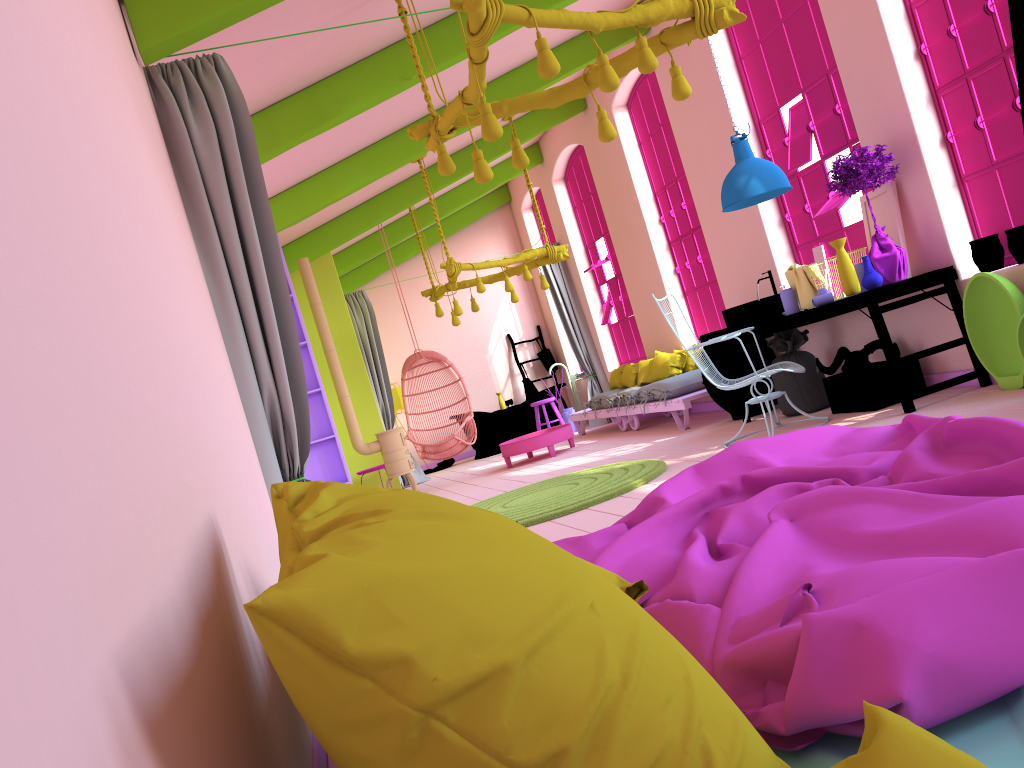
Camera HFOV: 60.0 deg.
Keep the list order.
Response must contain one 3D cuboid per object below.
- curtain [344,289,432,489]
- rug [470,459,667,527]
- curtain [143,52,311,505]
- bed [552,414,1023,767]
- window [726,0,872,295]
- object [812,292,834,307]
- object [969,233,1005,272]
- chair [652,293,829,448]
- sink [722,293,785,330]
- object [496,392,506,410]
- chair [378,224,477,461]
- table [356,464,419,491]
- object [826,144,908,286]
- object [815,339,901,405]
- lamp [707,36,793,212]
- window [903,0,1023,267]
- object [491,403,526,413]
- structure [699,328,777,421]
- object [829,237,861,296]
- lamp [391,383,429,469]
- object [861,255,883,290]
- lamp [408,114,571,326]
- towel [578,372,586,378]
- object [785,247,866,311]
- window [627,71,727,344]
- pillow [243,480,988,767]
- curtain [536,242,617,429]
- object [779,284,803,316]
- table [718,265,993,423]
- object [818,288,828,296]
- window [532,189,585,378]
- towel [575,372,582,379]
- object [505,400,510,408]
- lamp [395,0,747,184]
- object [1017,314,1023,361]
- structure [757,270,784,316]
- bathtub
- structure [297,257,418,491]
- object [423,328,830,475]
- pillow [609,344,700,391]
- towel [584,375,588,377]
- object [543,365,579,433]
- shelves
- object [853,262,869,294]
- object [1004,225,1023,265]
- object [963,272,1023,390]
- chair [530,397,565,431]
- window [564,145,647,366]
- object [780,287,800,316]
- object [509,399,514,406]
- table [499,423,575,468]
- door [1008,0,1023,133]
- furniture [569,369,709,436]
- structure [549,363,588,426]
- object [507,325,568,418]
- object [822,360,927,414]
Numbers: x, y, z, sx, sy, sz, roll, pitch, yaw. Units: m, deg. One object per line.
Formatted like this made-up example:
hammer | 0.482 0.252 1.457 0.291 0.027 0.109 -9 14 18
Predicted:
curtain | -1.802 0.047 12.098 0.518 2.785 0.526 -17 0 -33
rug | 0.215 0.856 6.576 1.886 0.050 1.891 -17 0 -26
curtain | -1.108 -0.193 3.942 0.518 2.785 0.526 -17 0 -33
bed | 0.967 0.367 2.095 2.800 0.514 3.579 -17 0 -14
window | 2.396 -2.079 7.101 0.492 3.004 1.498 -17 0 -14
object | 2.244 -0.605 6.403 0.137 0.076 0.076 -17 0 7
object | 3.019 -0.822 5.622 0.182 0.223 0.183 -17 0 -36
chair | 1.682 -0.203 6.510 0.926 1.238 1.077 -17 0 21
sink | 2.001 -0.593 7.313 0.339 0.194 0.609 -17 0 -14
object | -0.159 0.284 13.506 0.097 0.321 0.097 -17 0 -2
chair | -1.186 -0.615 10.470 0.860 3.130 0.806 -17 0 6
table | -1.457 1.161 10.295 0.597 0.458 0.595 -17 0 24
object | 2.420 -1.128 5.960 0.503 0.951 0.440 -17 0 36
object | 2.588 -0.076 6.567 0.300 0.448 0.673 -17 0 -38
lamp | 1.542 -2.332 6.618 0.529 2.002 0.528 -17 0 18
window | 2.818 -2.225 5.232 0.072 3.047 1.276 -17 0 -14
object | -0.054 0.392 13.555 0.359 0.068 1.324 -17 0 -14
structure | 2.106 -0.118 8.193 0.719 0.845 0.717 -17 0 44
object | 2.239 -0.783 5.953 0.115 0.383 0.116 -17 0 -40
lamp | -1.763 0.729 13.785 0.492 1.466 0.476 -17 0 17
object | 2.324 -0.725 5.764 0.132 0.219 0.132 -17 0 3
lamp | -0.602 -1.851 10.281 1.608 2.264 1.778 -17 0 -32
towel | 1.170 -0.169 13.705 0.247 0.102 0.263 -17 0 -23
object | 2.357 -0.789 6.715 0.444 0.369 0.633 -17 0 -14
window | 1.838 -1.908 9.493 0.072 3.047 1.276 -17 0 -14
pillow | -0.037 0.495 1.592 0.847 0.822 2.620 -17 0 -24
curtain | 0.952 -0.718 12.771 0.518 2.785 0.525 -17 0 6
object | 2.240 -0.691 7.135 0.165 0.250 0.410 -17 0 22
table | 2.445 -0.218 6.725 0.655 0.821 2.194 -17 0 -14
object | 2.279 -0.640 6.481 0.065 0.118 0.065 -17 0 35
window | 0.862 -1.591 13.736 0.072 3.047 1.276 -17 0 -14
towel | 1.111 -0.150 13.965 0.262 0.102 0.247 -17 0 -13
object | -0.058 0.329 13.357 0.069 0.170 0.069 -17 0 6
lamp | -0.109 -2.234 4.717 1.608 2.264 1.778 -17 0 -32
object | 3.044 -0.220 5.015 0.137 0.463 0.285 -17 0 -29
structure | 2.139 -0.738 7.381 0.166 0.397 0.087 -17 0 -4
bathtub | 0.037 0.585 13.563 1.888 0.740 0.826 -17 0 -13
structure | -1.586 -0.032 9.478 0.577 2.814 0.403 -17 0 4
object | 0.295 0.055 10.588 2.825 1.580 7.870 -17 0 -13
pillow | 1.578 -0.153 10.503 0.577 0.399 1.999 -17 0 -14
towel | 1.229 -0.188 13.443 0.262 0.102 0.248 -17 0 -18
object | 0.735 0.241 12.960 0.452 0.987 0.277 -17 0 31
shelves | -2.736 0.171 8.439 1.840 3.104 0.385 -17 0 -13
object | 2.392 -0.727 6.056 0.109 0.197 0.109 -17 0 24
object | 3.085 -0.844 5.332 0.182 0.223 0.183 -17 0 -31
object | 3.001 -0.345 5.351 0.217 0.733 0.451 -17 0 -14
chair | 0.497 0.520 12.535 0.472 0.593 0.447 -17 0 -45
window | 1.292 -1.721 11.880 0.551 3.010 1.515 -17 0 -14
object | 2.141 -0.637 6.838 0.109 0.197 0.109 -17 0 -21
object | -0.001 0.313 13.539 0.069 0.170 0.069 -17 0 6
table | 0.309 0.723 10.366 0.886 0.285 0.885 -17 0 12
door | 2.893 -1.085 4.273 0.450 2.211 1.153 -17 0 -4
furniture | 1.545 0.236 10.387 0.907 0.507 3.778 -17 0 -14
structure | 0.929 0.158 13.775 0.452 1.061 0.253 -17 0 30
object | 0.467 -0.063 14.456 0.603 1.765 0.410 -17 0 -13
object | 2.617 0.013 6.419 0.446 0.277 0.522 -17 0 -14
